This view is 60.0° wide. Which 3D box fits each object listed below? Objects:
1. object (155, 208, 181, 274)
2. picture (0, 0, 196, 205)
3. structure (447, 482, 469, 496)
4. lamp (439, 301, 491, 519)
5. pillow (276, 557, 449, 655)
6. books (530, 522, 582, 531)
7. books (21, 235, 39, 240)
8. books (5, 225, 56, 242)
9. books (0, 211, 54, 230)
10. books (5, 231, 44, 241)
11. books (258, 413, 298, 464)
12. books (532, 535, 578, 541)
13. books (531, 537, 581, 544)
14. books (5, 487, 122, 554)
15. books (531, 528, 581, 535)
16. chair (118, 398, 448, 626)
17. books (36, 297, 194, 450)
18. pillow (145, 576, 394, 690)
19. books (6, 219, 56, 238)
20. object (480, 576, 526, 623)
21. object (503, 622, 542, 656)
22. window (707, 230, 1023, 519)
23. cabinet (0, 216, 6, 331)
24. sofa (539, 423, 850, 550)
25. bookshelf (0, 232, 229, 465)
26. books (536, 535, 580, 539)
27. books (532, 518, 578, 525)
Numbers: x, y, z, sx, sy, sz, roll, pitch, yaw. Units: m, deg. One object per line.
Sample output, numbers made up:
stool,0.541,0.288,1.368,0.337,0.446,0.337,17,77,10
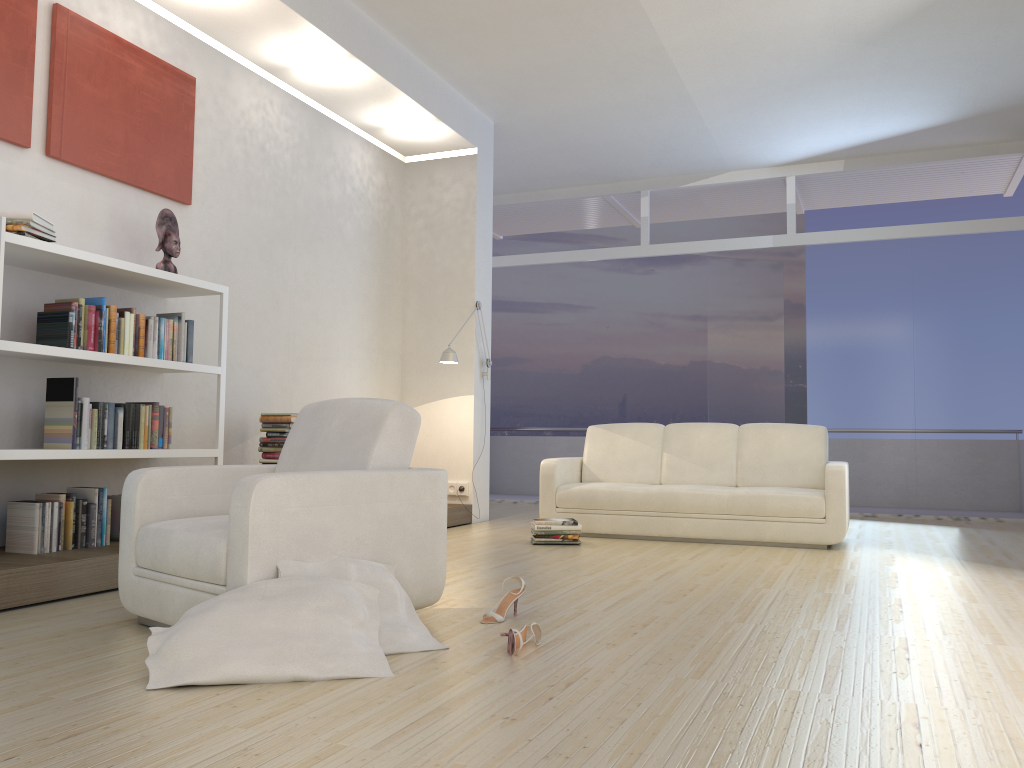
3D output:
object,-1.916,-0.776,4.940,0.133,0.409,0.138,2,-4,-21
picture,-2.575,-1.593,3.947,0.030,0.794,3.227,-1,-4,22
structure,-0.464,0.891,7.528,0.206,0.114,0.028,-1,-4,22
lamp,-0.409,0.203,7.314,0.204,1.841,0.891,-1,-4,18
pillow,-0.539,0.722,2.870,0.615,0.315,0.312,4,-5,-40
books,0.299,0.978,6.099,0.319,0.038,0.247,1,-4,-7
books,-2.304,-0.644,4.037,0.328,0.018,0.247,1,-4,-2
books,-2.284,-0.683,4.037,0.287,0.025,0.247,0,-4,7
books,-2.303,-0.744,4.044,0.319,0.038,0.247,1,-4,-7
books,-2.309,-0.662,4.038,0.287,0.018,0.247,1,-4,-4
books,-1.463,0.539,5.738,0.329,0.694,0.270,-1,-4,22
books,0.292,1.059,6.093,0.287,0.018,0.247,1,-4,-4
books,0.298,1.078,6.092,0.328,0.018,0.247,1,-4,-2
books,-1.976,0.660,4.501,0.274,0.281,1.125,-2,-4,29
books,0.299,1.011,6.097,0.328,0.027,0.247,1,-4,-2
chair,-0.851,0.453,3.408,0.919,0.828,0.941,-3,-5,42
books,-1.995,-0.040,4.528,0.215,0.743,0.831,-1,-4,22
pillow,-0.719,0.738,2.639,0.712,0.287,0.299,2,-4,-15
books,-2.303,-0.711,4.042,0.328,0.027,0.247,1,-4,-2
object,-0.035,0.840,3.466,0.089,0.149,0.265,-2,-5,35
object,0.008,0.843,2.957,0.121,0.091,0.287,-1,-4,21
window,3.456,-0.082,8.823,2.988,2.706,0.012,-1,-4,22
cabinet,-2.661,-0.018,2.850,0.689,1.396,1.670,-1,-4,22
sofa,1.376,0.715,6.674,2.166,0.862,0.941,-1,-4,22
bookshelf,-2.148,0.090,4.384,0.465,1.396,1.599,-1,-4,22
books,0.318,1.038,6.093,0.287,0.025,0.247,0,-4,7
books,0.294,0.947,6.101,0.287,0.025,0.247,1,-4,-4
